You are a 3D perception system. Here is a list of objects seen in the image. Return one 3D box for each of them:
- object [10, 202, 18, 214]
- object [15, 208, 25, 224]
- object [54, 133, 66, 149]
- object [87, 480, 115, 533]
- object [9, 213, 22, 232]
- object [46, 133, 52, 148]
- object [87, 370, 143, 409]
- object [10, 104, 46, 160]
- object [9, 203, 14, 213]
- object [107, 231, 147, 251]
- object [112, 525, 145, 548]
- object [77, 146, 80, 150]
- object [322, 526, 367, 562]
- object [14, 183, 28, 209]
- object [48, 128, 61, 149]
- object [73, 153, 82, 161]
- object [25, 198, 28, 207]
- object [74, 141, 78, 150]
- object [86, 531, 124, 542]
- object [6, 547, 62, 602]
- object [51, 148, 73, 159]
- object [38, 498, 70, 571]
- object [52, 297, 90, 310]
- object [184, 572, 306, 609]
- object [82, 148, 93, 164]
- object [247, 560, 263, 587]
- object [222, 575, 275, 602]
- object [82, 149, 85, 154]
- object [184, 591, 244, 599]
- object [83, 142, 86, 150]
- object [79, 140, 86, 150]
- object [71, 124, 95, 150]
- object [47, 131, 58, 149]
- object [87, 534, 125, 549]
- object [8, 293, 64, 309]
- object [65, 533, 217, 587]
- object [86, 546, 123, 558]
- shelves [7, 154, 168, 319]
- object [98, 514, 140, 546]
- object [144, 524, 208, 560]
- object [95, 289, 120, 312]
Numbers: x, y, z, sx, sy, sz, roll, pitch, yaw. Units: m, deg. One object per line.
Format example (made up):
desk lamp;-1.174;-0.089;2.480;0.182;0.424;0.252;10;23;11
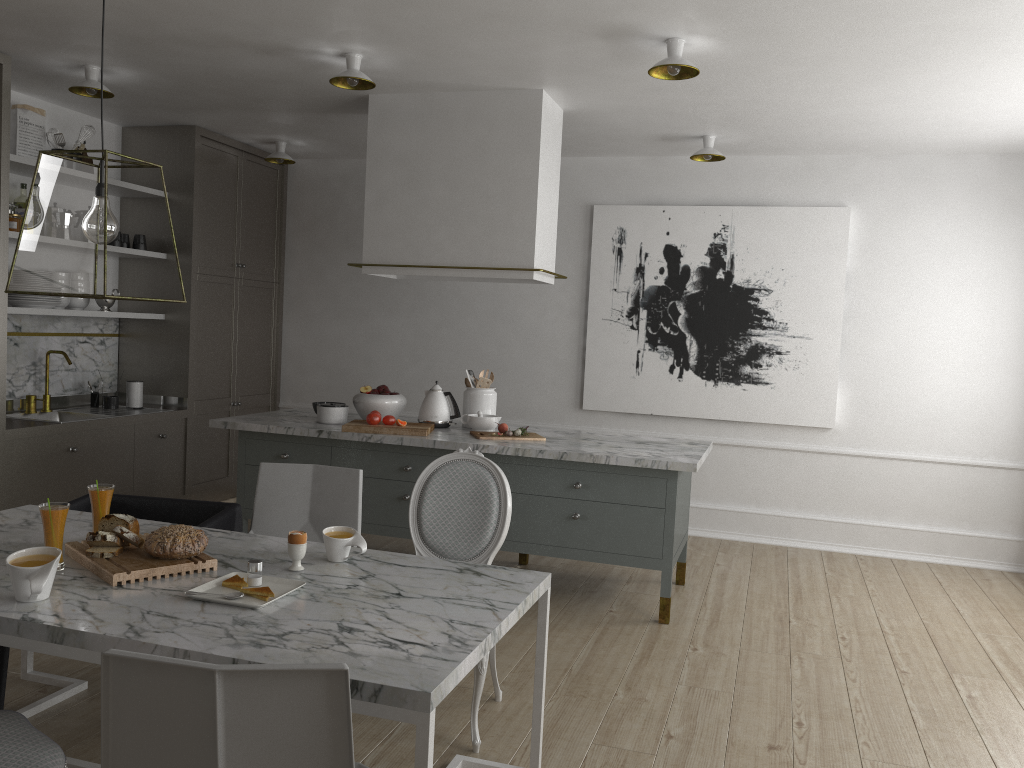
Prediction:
object;-2.626;-0.865;4.653;0.059;0.172;0.059;6;5;43
object;-2.558;-0.846;4.651;0.077;0.141;0.044;4;4;12
object;-2.415;-1.250;4.788;0.039;0.185;0.132;3;4;7
object;-1.147;0.354;2.474;0.071;0.188;0.071;6;4;37
object;-2.559;-0.820;4.546;0.078;0.101;0.078;1;4;-27
object;-2.490;-1.259;4.820;0.059;0.199;0.098;5;4;36
object;-2.359;0.029;5.284;0.307;0.229;0.144;1;4;-30
object;-2.578;-1.316;4.728;0.074;0.327;0.183;5;4;26
object;-2.610;-0.861;4.590;0.059;0.172;0.059;2;4;-11
object;-2.323;-0.850;5.284;0.173;0.098;0.264;5;4;25
object;-1.008;0.403;2.326;0.079;0.067;0.074;2;4;-11
object;-2.461;-1.259;5.042;0.023;0.185;0.092;5;4;27
object;-0.454;0.444;2.435;0.138;0.085;0.089;4;4;12
object;-2.597;-0.923;4.711;0.066;0.282;0.066;3;4;7
object;-2.445;-1.295;4.762;0.050;0.148;0.085;4;4;19
object;-2.456;-1.223;4.938;0.112;0.128;0.112;3;4;0
object;-2.518;-0.917;4.690;0.089;0.282;0.082;4;4;12
object;-2.457;-1.264;4.970;0.023;0.202;0.079;3;4;-3
object;-1.066;0.405;2.316;0.083;0.057;0.072;2;4;-7
object;-1.050;0.432;1.974;0.170;0.105;0.110;6;4;37
object;-2.448;-1.211;4.827;0.108;0.118;0.108;3;4;8
object;-1.142;0.370;2.211;0.071;0.188;0.071;6;4;37
object;-2.528;-0.531;5.030;0.149;0.216;0.309;3;4;9
object;-0.629;0.490;2.105;0.212;0.014;0.212;4;4;16
object;-2.430;-1.257;5.057;0.038;0.183;0.092;5;4;27
object;-0.626;0.461;2.161;0.036;0.060;0.036;1;4;-32
object;-0.628;0.486;2.114;0.197;0.014;0.068;6;5;45
object;-2.440;-1.257;5.052;0.038;0.183;0.092;5;4;27
object;-0.686;0.488;2.048;0.132;0.013;0.032;2;4;-9
object;-2.438;-1.271;4.975;0.016;0.191;0.106;5;4;27
object;-2.422;-1.262;4.944;0.083;0.201;0.023;2;4;-18
object;-2.368;-1.348;4.894;0.070;0.187;0.135;4;4;20
object;-2.498;-1.302;4.844;0.085;0.148;0.050;2;4;-11
object;-1.052;0.409;2.291;0.083;0.055;0.073;2;4;-7
object;-2.530;-0.499;4.678;0.300;0.195;0.306;4;4;13
object;-0.977;0.452;2.326;0.260;0.031;0.360;0;5;-43
object;-1.044;0.430;2.264;0.077;0.017;0.068;3;4;-6
shelves;-2.485;-0.767;4.859;0.352;0.775;1.339;4;4;17
object;-1.062;0.386;2.398;0.086;0.087;0.090;3;4;-6
object;-0.872;0.407;2.309;0.157;0.075;0.151;0;4;-38
object;-2.346;-0.487;5.134;0.102;0.135;0.210;3;4;9
